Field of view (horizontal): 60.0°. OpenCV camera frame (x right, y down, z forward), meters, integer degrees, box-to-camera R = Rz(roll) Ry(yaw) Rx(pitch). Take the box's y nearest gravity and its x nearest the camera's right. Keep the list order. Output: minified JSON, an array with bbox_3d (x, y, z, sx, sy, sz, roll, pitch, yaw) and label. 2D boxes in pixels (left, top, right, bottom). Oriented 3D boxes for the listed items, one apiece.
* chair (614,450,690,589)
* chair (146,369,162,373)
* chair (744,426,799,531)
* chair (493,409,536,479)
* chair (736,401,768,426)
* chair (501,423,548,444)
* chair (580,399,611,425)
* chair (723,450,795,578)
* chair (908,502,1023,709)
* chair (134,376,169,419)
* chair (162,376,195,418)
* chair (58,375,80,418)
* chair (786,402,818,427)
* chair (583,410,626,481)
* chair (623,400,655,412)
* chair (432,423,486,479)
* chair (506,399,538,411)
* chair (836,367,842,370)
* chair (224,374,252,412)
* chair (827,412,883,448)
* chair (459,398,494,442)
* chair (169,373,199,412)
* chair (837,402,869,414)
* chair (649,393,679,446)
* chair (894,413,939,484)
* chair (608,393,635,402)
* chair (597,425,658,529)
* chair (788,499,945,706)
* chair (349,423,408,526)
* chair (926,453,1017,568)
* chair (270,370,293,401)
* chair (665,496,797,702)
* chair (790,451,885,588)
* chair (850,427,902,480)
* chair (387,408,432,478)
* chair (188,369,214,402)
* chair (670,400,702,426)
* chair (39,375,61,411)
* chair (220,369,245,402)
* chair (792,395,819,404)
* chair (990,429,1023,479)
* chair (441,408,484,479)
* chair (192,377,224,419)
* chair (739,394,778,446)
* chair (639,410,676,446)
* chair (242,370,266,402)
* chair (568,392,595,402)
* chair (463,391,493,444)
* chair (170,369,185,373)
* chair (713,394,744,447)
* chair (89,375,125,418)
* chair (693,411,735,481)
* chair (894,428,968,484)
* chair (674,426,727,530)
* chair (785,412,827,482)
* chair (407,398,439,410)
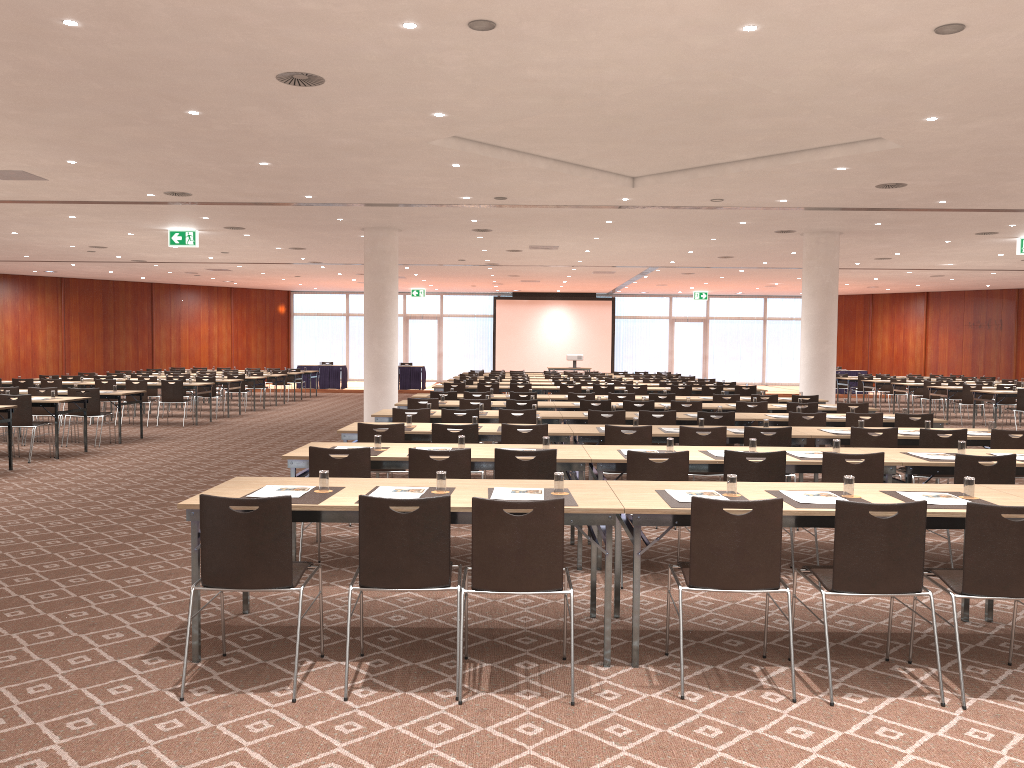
[{"bbox_3d":[1.005,0.923,6.344,0.535,0.940,0.613,0,3,-2],"label":"chair"},{"bbox_3d":[-10.395,0.017,25.906,0.535,0.940,0.613,0,3,-2],"label":"chair"},{"bbox_3d":[2.367,0.853,8.369,0.535,0.940,0.613,1,3,3],"label":"chair"},{"bbox_3d":[0.053,0.748,10.420,0.535,0.940,0.613,0,3,-2],"label":"chair"},{"bbox_3d":[3.306,0.698,12.402,0.535,0.940,0.613,1,3,2],"label":"chair"},{"bbox_3d":[0.108,0.829,8.422,0.535,0.940,0.613,0,3,-2],"label":"chair"},{"bbox_3d":[1.144,0.677,12.412,0.535,0.940,0.613,0,3,-2],"label":"chair"},{"bbox_3d":[1.708,0.926,6.417,0.535,0.940,0.613,1,3,1],"label":"chair"},{"bbox_3d":[2.350,1.017,4.340,0.535,0.940,0.613,1,3,2],"label":"chair"},{"bbox_3d":[-8.067,0.287,19.822,0.535,0.940,0.613,1,3,3],"label":"chair"},{"bbox_3d":[-7.499,0.287,19.960,0.535,0.940,0.613,0,3,-1],"label":"chair"},{"bbox_3d":[-9.771,0.270,19.830,0.535,0.940,0.613,1,3,3],"label":"chair"},{"bbox_3d":[3.964,0.708,12.322,0.535,0.940,0.613,0,3,-2],"label":"chair"},{"bbox_3d":[1.079,0.759,10.373,0.535,0.940,0.613,0,3,-2],"label":"chair"},{"bbox_3d":[1.736,0.686,12.332,0.535,0.940,0.613,1,3,1],"label":"chair"},{"bbox_3d":[-0.525,0.825,8.383,0.535,0.940,0.613,1,3,2],"label":"chair"},{"bbox_3d":[0.140,0.670,12.340,0.535,0.940,0.613,1,3,3],"label":"chair"},{"bbox_3d":[11.806,-0.154,32.213,0.535,0.940,0.613,1,3,1],"label":"chair"},{"bbox_3d":[-6.782,0.213,21.954,0.535,0.940,0.613,0,3,-2],"label":"chair"},{"bbox_3d":[4.053,0.787,10.401,0.535,0.940,0.613,0,3,-2],"label":"chair"},{"bbox_3d":[-0.514,0.662,12.378,0.535,0.940,0.613,0,3,-1],"label":"chair"},{"bbox_3d":[-8.096,0.202,21.901,0.535,0.940,0.613,1,3,0],"label":"chair"},{"bbox_3d":[4.675,0.713,12.353,0.535,0.940,0.613,1,3,1],"label":"chair"},{"bbox_3d":[2.397,0.608,14.403,0.535,0.940,0.613,0,3,-3],"label":"chair"},{"bbox_3d":[4.616,0.794,10.356,0.535,0.940,0.613,1,3,2],"label":"chair"},{"bbox_3d":[1.750,0.603,14.364,0.535,0.940,0.613,1,3,0],"label":"chair"},{"bbox_3d":[1.079,0.841,8.375,0.535,0.940,0.613,1,3,2],"label":"chair"},{"bbox_3d":[1.739,1.010,4.377,0.535,0.940,0.613,1,3,-1],"label":"chair"},{"bbox_3d":[-1.211,0.820,8.351,0.535,0.940,0.613,1,3,0],"label":"chair"},{"bbox_3d":[3.273,0.945,6.333,0.535,0.940,0.613,0,3,-3],"label":"chair"},{"bbox_3d":[-6.756,0.050,25.948,0.535,0.940,0.613,0,3,-2],"label":"chair"},{"bbox_3d":[1.079,1.001,4.423,0.535,0.940,0.613,1,3,3],"label":"chair"},{"bbox_3d":[2.376,0.935,6.372,0.535,0.940,0.613,1,3,-1],"label":"chair"},{"bbox_3d":[3.359,0.861,8.407,0.535,0.940,0.613,1,3,2],"label":"chair"},{"bbox_3d":[-1.170,0.737,10.383,0.535,0.940,0.613,0,3,-3],"label":"chair"},{"bbox_3d":[-9.055,0.034,25.819,0.535,0.940,0.613,1,3,2],"label":"chair"},{"bbox_3d":[2.395,0.691,12.364,0.535,0.940,0.613,1,3,1],"label":"chair"},{"bbox_3d":[-10.339,0.259,19.973,0.535,0.940,0.613,0,3,-1],"label":"chair"},{"bbox_3d":[-8.150,0.039,25.896,0.535,0.940,0.613,1,3,1],"label":"chair"},{"bbox_3d":[4.664,0.633,14.316,0.535,0.940,0.613,0,3,-2],"label":"chair"},{"bbox_3d":[4.618,0.875,8.359,0.535,0.940,0.613,0,3,-2],"label":"chair"},{"bbox_3d":[-0.600,0.744,10.346,0.535,0.940,0.613,1,3,-1],"label":"chair"},{"bbox_3d":[-6.789,0.300,19.816,0.535,0.940,0.613,0,3,-3],"label":"chair"},{"bbox_3d":[4.031,0.626,14.354,0.535,0.940,0.613,1,3,0],"label":"chair"},{"bbox_3d":[1.670,0.763,10.412,0.535,0.940,0.613,0,3,-2],"label":"chair"},{"bbox_3d":[-7.517,0.049,25.812,0.535,0.940,0.613,0,3,-2],"label":"chair"},{"bbox_3d":[1.113,0.599,14.333,0.535,0.940,0.613,1,3,3],"label":"chair"},{"bbox_3d":[-0.567,0.582,14.341,0.535,0.940,0.613,0,3,-2],"label":"chair"},{"bbox_3d":[-9.715,0.021,25.962,0.535,0.940,0.613,1,3,3],"label":"chair"},{"bbox_3d":[3.413,0.621,14.322,0.535,0.940,0.613,1,3,0],"label":"chair"},{"bbox_3d":[-9.095,0.274,19.908,0.535,0.940,0.613,0,3,-1],"label":"chair"},{"bbox_3d":[2.329,0.773,10.332,0.535,0.940,0.613,1,3,-1],"label":"chair"},{"bbox_3d":[3.961,0.870,8.327,0.535,0.940,0.613,1,3,1],"label":"chair"},{"bbox_3d":[1.754,0.849,8.337,0.535,0.940,0.613,1,3,1],"label":"chair"},{"bbox_3d":[3.387,0.782,10.362,0.535,0.940,0.613,1,3,0],"label":"chair"},{"bbox_3d":[-1.229,0.654,12.423,0.535,0.940,0.613,1,3,0],"label":"chair"}]
